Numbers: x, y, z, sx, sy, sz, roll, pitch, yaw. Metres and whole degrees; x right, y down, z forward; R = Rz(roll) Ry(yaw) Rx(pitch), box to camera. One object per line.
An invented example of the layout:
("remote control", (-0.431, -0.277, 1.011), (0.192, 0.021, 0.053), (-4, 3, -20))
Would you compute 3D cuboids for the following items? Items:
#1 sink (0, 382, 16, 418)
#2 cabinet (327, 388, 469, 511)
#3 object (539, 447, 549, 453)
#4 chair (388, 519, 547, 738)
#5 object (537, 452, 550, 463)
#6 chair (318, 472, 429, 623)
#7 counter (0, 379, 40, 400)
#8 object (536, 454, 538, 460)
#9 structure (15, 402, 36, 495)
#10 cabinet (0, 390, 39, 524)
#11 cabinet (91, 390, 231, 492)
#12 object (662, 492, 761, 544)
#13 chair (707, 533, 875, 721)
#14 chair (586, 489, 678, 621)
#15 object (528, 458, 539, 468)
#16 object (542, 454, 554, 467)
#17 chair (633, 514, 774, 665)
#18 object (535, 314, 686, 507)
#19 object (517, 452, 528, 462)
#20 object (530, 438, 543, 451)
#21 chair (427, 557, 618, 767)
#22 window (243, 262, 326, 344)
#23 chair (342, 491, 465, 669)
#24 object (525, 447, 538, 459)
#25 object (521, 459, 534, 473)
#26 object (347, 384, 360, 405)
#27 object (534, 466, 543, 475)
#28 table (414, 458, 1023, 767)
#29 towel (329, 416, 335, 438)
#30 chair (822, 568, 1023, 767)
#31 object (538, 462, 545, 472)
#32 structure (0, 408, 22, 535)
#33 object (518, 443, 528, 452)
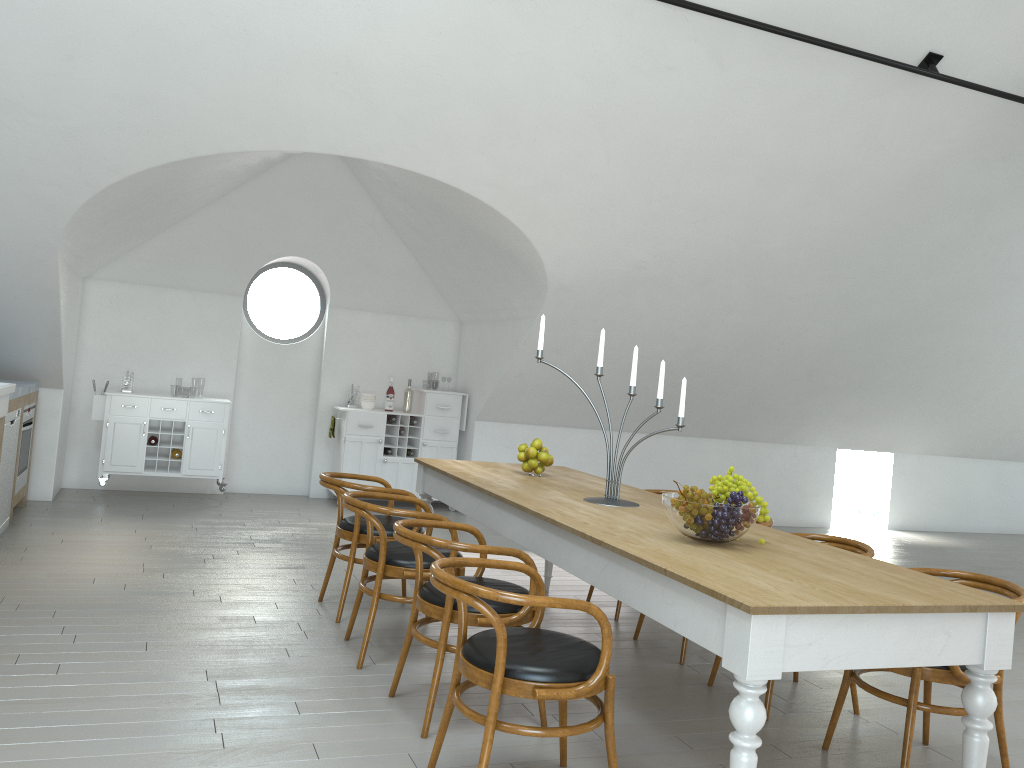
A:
("sink", (-3.220, 0.086, 4.870), (0.726, 0.202, 1.021), (5, 0, -22))
("cabinet", (-1.145, 0.608, 8.686), (1.241, 1.154, 0.610), (6, -1, -21))
("object", (0.182, 0.387, 5.053), (0.058, 0.057, 0.053), (6, -1, -7))
("chair", (-0.197, 0.933, 3.511), (0.620, 0.735, 0.527), (6, -1, -25))
("object", (0.177, 0.411, 4.977), (0.071, 0.064, 0.072), (6, -1, -28))
("chair", (-0.774, 0.873, 4.844), (0.620, 0.735, 0.527), (6, -1, -25))
("counter", (-2.964, -0.181, 3.837), (0.960, 0.620, 6.579), (6, 0, -22))
("object", (0.123, 0.420, 5.103), (0.077, 0.076, 0.076), (5, -1, 35))
("structure", (-3.859, 0.437, 6.434), (0.630, 0.637, 0.632), (6, -1, -22))
("cabinet", (-2.994, 0.641, 3.755), (1.003, 1.022, 6.432), (6, 0, -22))
("cabinet", (-3.052, 0.498, 7.731), (1.133, 0.790, 0.497), (6, -1, -21))
("object", (0.732, 0.508, 3.291), (0.359, 0.160, 0.360), (5, 0, -41))
("chair", (1.308, 1.074, 4.052), (0.621, 0.735, 0.527), (6, -1, -21))
("chair", (0.855, 1.026, 5.432), (0.621, 0.735, 0.527), (6, -1, -19))
("object", (0.119, 0.444, 4.968), (0.059, 0.056, 0.059), (6, -1, -27))
("object", (0.203, 0.434, 5.031), (0.070, 0.072, 0.071), (5, -1, 33))
("chair", (1.056, 1.048, 4.735), (0.620, 0.735, 0.527), (6, -1, -26))
("object", (0.455, 0.119, 4.226), (0.776, 0.876, 0.265), (5, -1, 43))
("object", (0.060, 0.412, 5.025), (0.062, 0.059, 0.062), (6, -1, -17))
("object", (0.139, 0.343, 5.028), (0.072, 0.074, 0.072), (6, -1, -21))
("chair", (0.013, 0.956, 2.815), (0.621, 0.735, 0.527), (6, -1, -22))
("window", (-2.248, -0.795, 8.744), (0.899, 0.900, 0.060), (6, -1, -21))
("chair", (-0.519, 0.900, 4.167), (0.621, 0.735, 0.527), (6, -1, -18))
("object", (0.107, 0.388, 4.987), (0.072, 0.071, 0.066), (5, -1, 38))
("object", (0.093, 0.466, 5.037), (0.078, 0.074, 0.080), (5, -1, 23))
("object", (-1.556, 0.108, 8.708), (0.115, 0.209, 0.065), (6, -1, -19))
("object", (0.148, 0.486, 5.000), (0.049, 0.050, 0.051), (6, -1, -18))
("table", (0.447, 0.957, 4.052), (1.017, 0.799, 3.351), (6, 0, -22))
("towel", (-1.726, 0.413, 8.512), (0.049, 0.204, 0.150), (6, -1, -21))
("chair", (1.612, 1.106, 3.390), (0.621, 0.735, 0.527), (6, -1, -18))
("object", (0.158, 0.479, 5.070), (0.063, 0.063, 0.064), (6, -1, -10))
("structure", (-3.595, 0.560, 5.727), (0.598, 0.823, 0.724), (6, -1, -22))
("object", (0.063, 0.368, 5.060), (0.062, 0.059, 0.062), (6, -1, -21))
